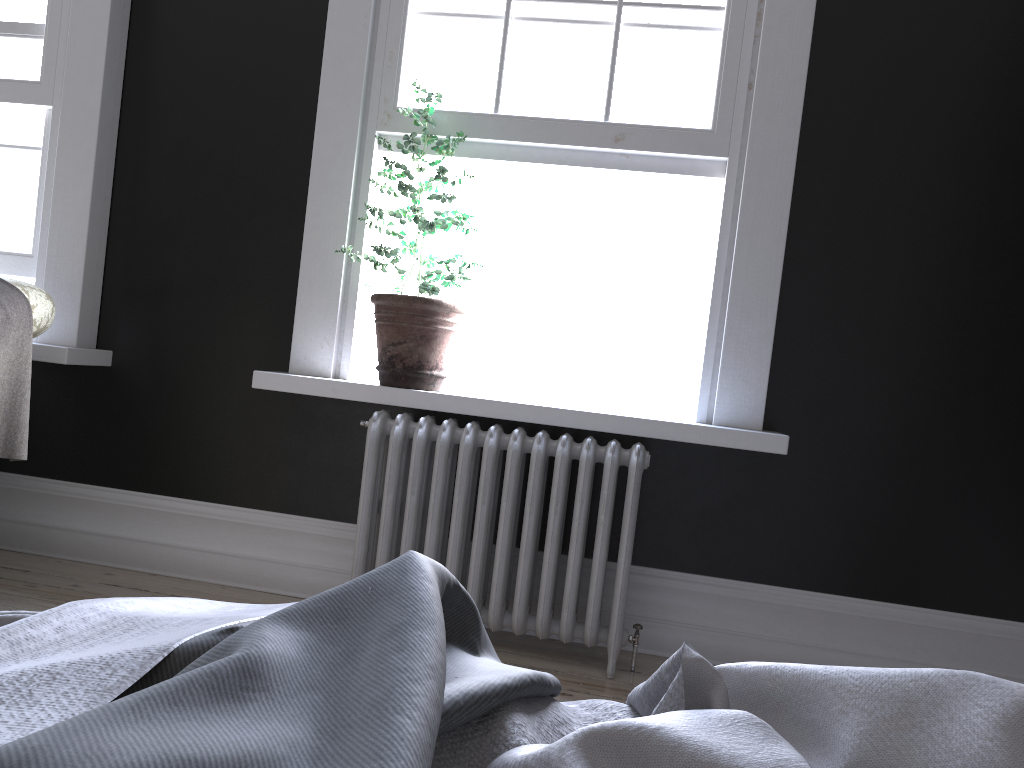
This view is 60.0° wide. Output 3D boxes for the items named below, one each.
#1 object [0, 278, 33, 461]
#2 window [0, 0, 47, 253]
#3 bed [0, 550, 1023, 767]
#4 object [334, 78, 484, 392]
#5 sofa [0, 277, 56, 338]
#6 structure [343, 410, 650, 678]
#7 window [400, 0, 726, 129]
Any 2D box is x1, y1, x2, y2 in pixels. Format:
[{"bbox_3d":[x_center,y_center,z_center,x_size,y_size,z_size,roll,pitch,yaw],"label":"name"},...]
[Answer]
[{"bbox_3d":[-1.927,-0.088,2.996,0.517,0.585,1.365,6,1,-32],"label":"object"},{"bbox_3d":[-2.558,-1.432,3.854,1.262,1.673,0.056,7,2,9],"label":"window"},{"bbox_3d":[0.215,0.389,0.343,3.284,1.299,2.764,7,1,-3],"label":"bed"},{"bbox_3d":[-0.353,-0.549,3.370,0.506,1.134,0.473,5,2,-41],"label":"object"},{"bbox_3d":[-2.920,0.084,3.051,2.812,1.161,1.606,7,1,10],"label":"sofa"},{"bbox_3d":[-0.059,0.573,3.275,1.140,0.849,0.276,7,2,9],"label":"structure"},{"bbox_3d":[0.201,-1.433,3.421,1.262,1.017,0.056,7,2,9],"label":"window"}]
